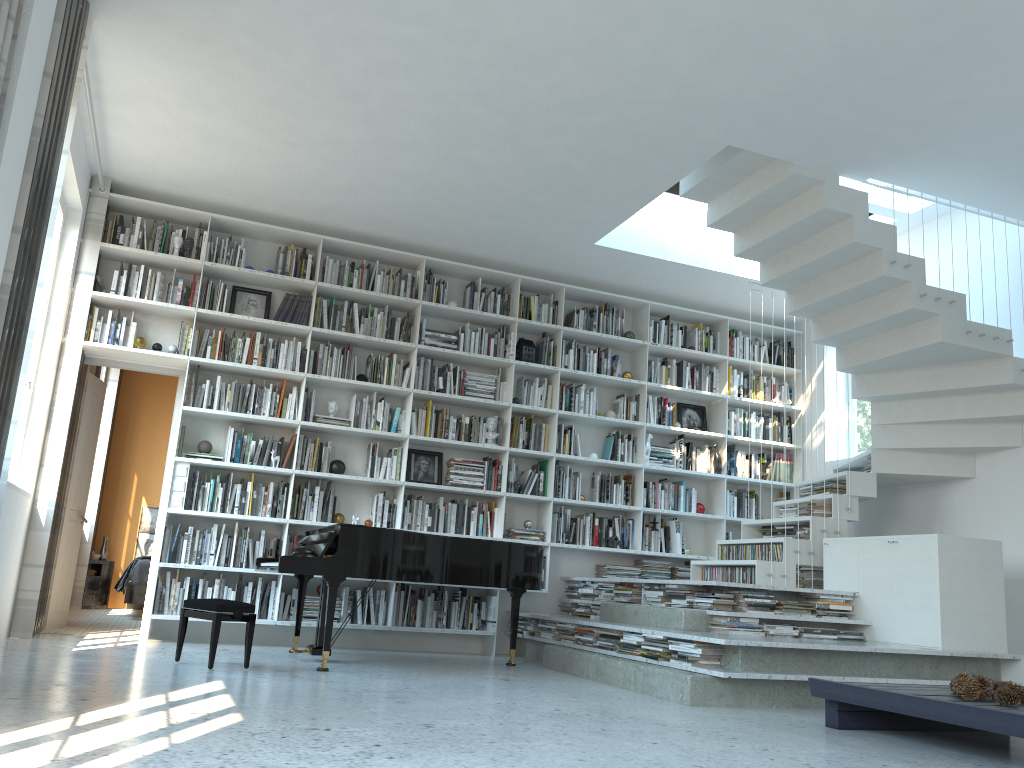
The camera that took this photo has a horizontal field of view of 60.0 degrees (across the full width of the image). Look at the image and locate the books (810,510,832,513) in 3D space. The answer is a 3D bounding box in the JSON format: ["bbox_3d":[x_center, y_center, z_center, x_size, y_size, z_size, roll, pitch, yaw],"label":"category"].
[{"bbox_3d":[2.355,0.959,6.631,0.214,0.014,0.138,2,-13,7],"label":"books"}]

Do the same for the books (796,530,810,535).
[{"bbox_3d":[2.222,1.107,6.588,0.141,0.028,0.223,4,-13,-2],"label":"books"}]

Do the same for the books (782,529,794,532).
[{"bbox_3d":[2.207,1.140,6.885,0.133,0.017,0.179,8,-14,-16],"label":"books"}]

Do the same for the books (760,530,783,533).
[{"bbox_3d":[2.112,1.184,7.083,0.160,0.009,0.208,10,-14,-24],"label":"books"}]

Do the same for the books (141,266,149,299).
[{"bbox_3d":[-2.737,-0.716,6.602,0.037,0.291,0.155,9,-13,-20],"label":"books"}]

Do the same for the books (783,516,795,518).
[{"bbox_3d":[2.307,1.079,7.162,0.160,0.010,0.180,8,-14,-17],"label":"books"}]

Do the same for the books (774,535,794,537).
[{"bbox_3d":[2.181,1.185,6.866,0.184,0.013,0.226,9,-14,-23],"label":"books"}]

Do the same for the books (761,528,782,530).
[{"bbox_3d":[2.115,1.168,7.087,0.161,0.012,0.195,9,-14,-23],"label":"books"}]

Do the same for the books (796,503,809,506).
[{"bbox_3d":[2.339,0.948,6.904,0.166,0.017,0.190,8,-14,-17],"label":"books"}]

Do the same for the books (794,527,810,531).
[{"bbox_3d":[2.212,1.085,6.593,0.168,0.014,0.213,4,-13,-1],"label":"books"}]

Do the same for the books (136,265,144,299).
[{"bbox_3d":[-2.756,-0.721,6.574,0.021,0.285,0.179,9,-13,-20],"label":"books"}]

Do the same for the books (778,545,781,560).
[{"bbox_3d":[1.960,1.212,6.321,0.125,0.123,0.036,9,-13,-20],"label":"books"}]

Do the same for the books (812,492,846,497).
[{"bbox_3d":[2.501,0.872,6.942,0.182,0.013,0.288,5,-13,-6],"label":"books"}]

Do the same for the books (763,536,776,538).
[{"bbox_3d":[2.115,1.228,7.076,0.145,0.015,0.166,10,-14,-25],"label":"books"}]

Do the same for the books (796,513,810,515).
[{"bbox_3d":[2.338,1.014,6.880,0.188,0.005,0.182,9,-14,-20],"label":"books"}]

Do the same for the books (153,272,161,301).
[{"bbox_3d":[-2.652,-0.690,6.620,0.025,0.260,0.167,9,-13,-20],"label":"books"}]

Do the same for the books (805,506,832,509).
[{"bbox_3d":[2.357,0.932,6.637,0.295,0.007,0.146,2,-13,10],"label":"books"}]

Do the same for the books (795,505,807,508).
[{"bbox_3d":[2.339,0.961,6.900,0.218,0.012,0.156,5,-13,-4],"label":"books"}]

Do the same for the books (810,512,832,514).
[{"bbox_3d":[2.357,0.975,6.641,0.222,0.011,0.180,1,-13,11],"label":"books"}]

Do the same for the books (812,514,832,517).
[{"bbox_3d":[2.356,0.994,6.640,0.215,0.013,0.189,1,-13,12],"label":"books"}]

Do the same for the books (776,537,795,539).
[{"bbox_3d":[2.180,1.199,6.863,0.175,0.016,0.208,10,-14,-25],"label":"books"}]

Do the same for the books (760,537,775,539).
[{"bbox_3d":[2.101,1.239,7.068,0.159,0.012,0.226,7,-13,-12],"label":"books"}]

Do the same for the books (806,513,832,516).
[{"bbox_3d":[2.358,0.987,6.652,0.254,0.007,0.189,2,-13,7],"label":"books"}]

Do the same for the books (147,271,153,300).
[{"bbox_3d":[-2.700,-0.691,6.603,0.012,0.248,0.192,9,-13,-20],"label":"books"}]

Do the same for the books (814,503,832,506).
[{"bbox_3d":[2.361,0.917,6.658,0.184,0.016,0.179,2,-13,8],"label":"books"}]

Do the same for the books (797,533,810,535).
[{"bbox_3d":[2.213,1.123,6.585,0.161,0.007,0.254,4,-13,-1],"label":"books"}]

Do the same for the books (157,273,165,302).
[{"bbox_3d":[-2.626,-0.681,6.628,0.030,0.250,0.166,9,-13,-20],"label":"books"}]

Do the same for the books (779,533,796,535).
[{"bbox_3d":[2.193,1.174,6.873,0.150,0.013,0.220,7,-13,-15],"label":"books"}]

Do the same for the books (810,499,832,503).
[{"bbox_3d":[2.362,0.891,6.656,0.234,0.025,0.158,0,-14,16],"label":"books"}]

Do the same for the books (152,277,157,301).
[{"bbox_3d":[-2.681,-0.672,6.639,0.011,0.231,0.135,9,-13,-20],"label":"books"}]

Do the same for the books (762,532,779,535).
[{"bbox_3d":[2.117,1.200,7.082,0.140,0.022,0.181,11,-15,-26],"label":"books"}]

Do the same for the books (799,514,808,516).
[{"bbox_3d":[2.330,1.027,6.901,0.139,0.013,0.155,8,-14,-18],"label":"books"}]

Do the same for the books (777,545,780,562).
[{"bbox_3d":[1.954,1.215,6.335,0.125,0.123,0.034,9,-13,-20],"label":"books"}]

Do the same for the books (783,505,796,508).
[{"bbox_3d":[2.316,0.997,7.181,0.157,0.014,0.180,9,-14,-22],"label":"books"}]

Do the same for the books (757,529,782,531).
[{"bbox_3d":[2.095,1.174,7.078,0.198,0.006,0.189,10,-14,-24],"label":"books"}]

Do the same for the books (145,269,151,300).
[{"bbox_3d":[-2.711,-0.702,6.601,0.013,0.268,0.162,9,-13,-20],"label":"books"}]

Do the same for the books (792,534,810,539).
[{"bbox_3d":[2.197,1.135,6.582,0.172,0.019,0.240,3,-13,4],"label":"books"}]

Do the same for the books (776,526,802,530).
[{"bbox_3d":[2.185,1.122,6.879,0.177,0.014,0.194,10,-14,-25],"label":"books"}]

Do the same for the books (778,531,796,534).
[{"bbox_3d":[2.181,1.159,6.871,0.189,0.012,0.155,8,-14,-17],"label":"books"}]

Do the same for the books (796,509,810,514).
[{"bbox_3d":[2.340,0.994,6.880,0.178,0.035,0.222,8,-13,-15],"label":"books"}]

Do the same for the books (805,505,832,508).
[{"bbox_3d":[2.357,0.925,6.638,0.295,0.007,0.146,1,-13,14],"label":"books"}]

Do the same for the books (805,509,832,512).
[{"bbox_3d":[2.355,0.949,6.633,0.295,0.006,0.147,1,-13,14],"label":"books"}]

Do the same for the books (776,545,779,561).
[{"bbox_3d":[1.952,1.216,6.342,0.125,0.123,0.034,9,-13,-20],"label":"books"}]

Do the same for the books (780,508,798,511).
[{"bbox_3d":[2.301,1.021,7.171,0.173,0.011,0.203,10,-14,-25],"label":"books"}]

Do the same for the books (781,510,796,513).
[{"bbox_3d":[2.316,1.037,7.173,0.149,0.016,0.240,9,-14,-22],"label":"books"}]

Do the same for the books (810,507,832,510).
[{"bbox_3d":[2.359,0.944,6.649,0.231,0.011,0.172,0,-14,15],"label":"books"}]

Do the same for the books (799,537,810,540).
[{"bbox_3d":[2.216,1.154,6.578,0.136,0.017,0.289,3,-13,2],"label":"books"}]

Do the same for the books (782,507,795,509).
[{"bbox_3d":[2.312,1.011,7.177,0.157,0.014,0.180,10,-14,-24],"label":"books"}]

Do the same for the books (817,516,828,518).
[{"bbox_3d":[2.356,1.007,6.642,0.206,0.012,0.183,2,-13,7],"label":"books"}]

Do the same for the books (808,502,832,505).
[{"bbox_3d":[2.359,0.904,6.645,0.254,0.005,0.161,1,-13,12],"label":"books"}]

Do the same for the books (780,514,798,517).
[{"bbox_3d":[2.317,1.070,7.167,0.145,0.012,0.297,9,-14,-21],"label":"books"}]

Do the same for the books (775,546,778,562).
[{"bbox_3d":[1.946,1.219,6.357,0.125,0.123,0.035,9,-13,-20],"label":"books"}]

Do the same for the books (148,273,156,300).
[{"bbox_3d":[-2.685,-0.686,6.608,0.022,0.243,0.174,9,-13,-20],"label":"books"}]

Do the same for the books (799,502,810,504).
[{"bbox_3d":[2.339,0.936,6.912,0.155,0.009,0.155,9,-14,-20],"label":"books"}]

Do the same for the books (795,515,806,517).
[{"bbox_3d":[2.334,1.037,6.883,0.200,0.014,0.178,8,-14,-16],"label":"books"}]

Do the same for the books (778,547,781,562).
[{"bbox_3d":[1.957,1.213,6.328,0.125,0.123,0.035,9,-13,-20],"label":"books"}]

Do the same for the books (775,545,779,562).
[{"bbox_3d":[1.949,1.218,6.350,0.125,0.122,0.037,9,-13,-20],"label":"books"}]

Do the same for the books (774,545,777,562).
[{"bbox_3d":[1.943,1.221,6.364,0.125,0.123,0.034,9,-13,-20],"label":"books"}]

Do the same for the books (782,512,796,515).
[{"bbox_3d":[2.319,1.055,7.171,0.143,0.019,0.231,9,-14,-21],"label":"books"}]
